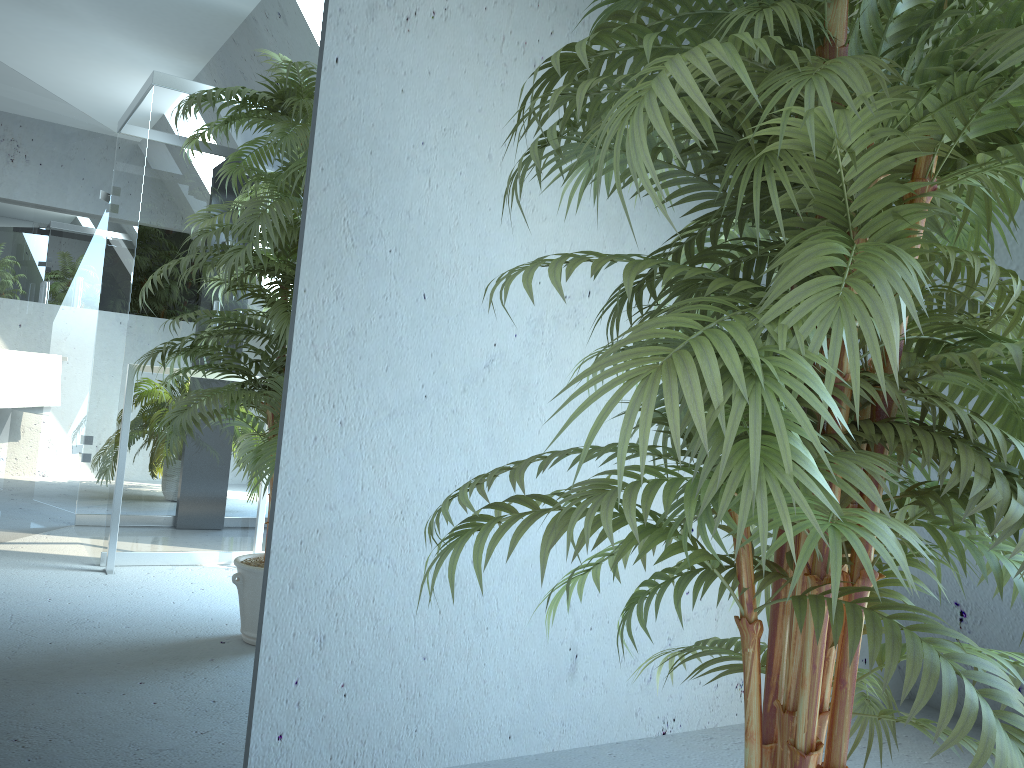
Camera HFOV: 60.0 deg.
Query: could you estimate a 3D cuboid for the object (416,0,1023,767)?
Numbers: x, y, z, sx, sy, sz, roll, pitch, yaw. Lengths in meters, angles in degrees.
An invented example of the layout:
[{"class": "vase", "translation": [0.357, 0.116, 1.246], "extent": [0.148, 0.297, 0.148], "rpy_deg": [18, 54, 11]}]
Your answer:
[{"class": "object", "translation": [0.427, -0.092, 1.158], "extent": [0.980, 2.034, 1.020], "rpy_deg": [5, -1, 17]}]
